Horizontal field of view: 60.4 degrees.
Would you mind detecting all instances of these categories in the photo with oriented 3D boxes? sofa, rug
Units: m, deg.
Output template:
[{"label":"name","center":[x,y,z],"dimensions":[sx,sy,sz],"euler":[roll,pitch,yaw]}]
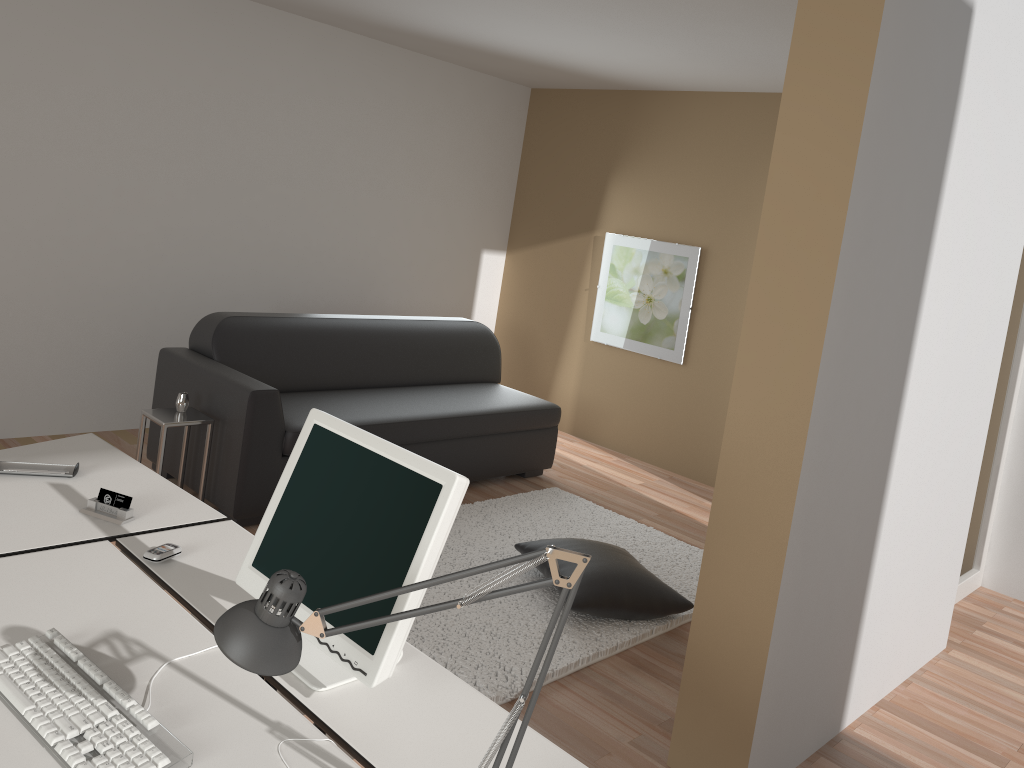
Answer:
[{"label":"sofa","center":[-0.738,0.101,5.023],"dimensions":[0.966,0.825,2.255],"euler":[16,12,42]},{"label":"rug","center":[0.069,0.833,4.023],"dimensions":[1.473,0.045,2.022],"euler":[18,15,41]}]

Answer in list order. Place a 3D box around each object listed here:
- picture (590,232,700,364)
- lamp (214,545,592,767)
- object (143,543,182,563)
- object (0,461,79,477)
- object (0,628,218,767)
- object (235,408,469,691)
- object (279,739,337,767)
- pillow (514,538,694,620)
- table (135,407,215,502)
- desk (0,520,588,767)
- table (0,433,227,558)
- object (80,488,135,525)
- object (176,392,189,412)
[{"label":"picture","center":[0.933,-0.629,6.292],"dimensions":[0.828,0.808,0.018],"euler":[16,8,42]},{"label":"lamp","center":[-0.188,0.440,1.307],"dimensions":[0.541,0.524,0.141],"euler":[10,5,8]},{"label":"object","center":[-0.800,0.387,2.015],"dimensions":[0.048,0.021,0.085],"euler":[13,11,21]},{"label":"object","center":[-1.313,0.230,2.425],"dimensions":[0.215,0.030,0.091],"euler":[5,11,-17]},{"label":"object","center":[-0.632,0.531,1.519],"dimensions":[0.462,0.079,0.388],"euler":[17,13,37]},{"label":"object","center":[-0.322,0.317,1.703],"dimensions":[0.473,0.427,0.197],"euler":[16,9,42]},{"label":"object","center":[-0.361,0.619,1.280],"dimensions":[0.141,0.079,0.373],"euler":[12,11,20]},{"label":"pillow","center":[0.377,0.825,3.790],"dimensions":[0.579,0.207,0.621],"euler":[5,11,-22]},{"label":"table","center":[-1.549,0.369,4.006],"dimensions":[0.230,0.465,0.238],"euler":[14,7,42]},{"label":"desk","center":[-0.486,0.901,1.499],"dimensions":[1.627,0.679,0.803],"euler":[18,12,42]},{"label":"table","center":[-1.405,0.614,2.254],"dimensions":[0.822,0.680,0.925],"euler":[15,11,39]},{"label":"object","center":[-1.014,0.305,2.212],"dimensions":[0.131,0.055,0.049],"euler":[12,8,18]},{"label":"object","center":[-1.516,0.084,4.047],"dimensions":[0.058,0.085,0.058],"euler":[10,6,12]}]
